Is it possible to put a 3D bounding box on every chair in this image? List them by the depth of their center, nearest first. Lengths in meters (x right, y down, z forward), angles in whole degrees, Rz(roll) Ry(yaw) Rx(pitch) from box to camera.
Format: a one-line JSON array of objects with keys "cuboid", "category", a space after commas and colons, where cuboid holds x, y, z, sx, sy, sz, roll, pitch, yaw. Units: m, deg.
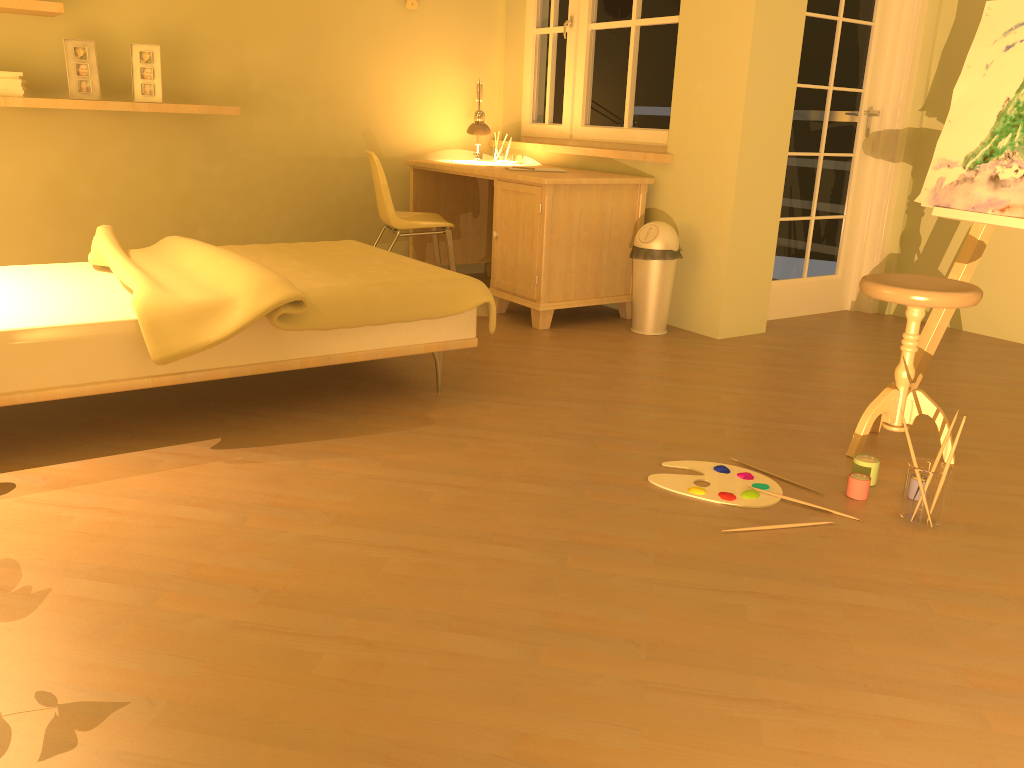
[{"cuboid": [1.238, -0.050, 2.802, 0.364, 0.551, 0.348, -5, 18, -23], "category": "chair"}, {"cuboid": [-0.584, -0.848, 4.779, 0.546, 0.785, 0.531, -2, 17, -14], "category": "chair"}]

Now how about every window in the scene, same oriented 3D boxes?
[{"cuboid": [0.496, -1.952, 4.869, 0.142, 1.263, 1.486, -9, 20, -33], "category": "window"}]

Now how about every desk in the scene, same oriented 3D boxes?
[{"cuboid": [0.026, -0.823, 4.900, 0.684, 0.720, 1.396, -9, 20, -33], "category": "desk"}]

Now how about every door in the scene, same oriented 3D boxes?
[{"cuboid": [1.622, -1.326, 4.576, 0.884, 2.033, 0.098, -9, 20, -33], "category": "door"}]

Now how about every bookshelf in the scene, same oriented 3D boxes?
[{"cuboid": [-2.064, -1.479, 4.017, 2.605, 1.240, 0.300, -9, 20, -33], "category": "bookshelf"}]

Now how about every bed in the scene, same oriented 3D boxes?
[{"cuboid": [-1.299, -0.390, 2.970, 2.378, 0.894, 1.286, -9, 20, -33], "category": "bed"}]

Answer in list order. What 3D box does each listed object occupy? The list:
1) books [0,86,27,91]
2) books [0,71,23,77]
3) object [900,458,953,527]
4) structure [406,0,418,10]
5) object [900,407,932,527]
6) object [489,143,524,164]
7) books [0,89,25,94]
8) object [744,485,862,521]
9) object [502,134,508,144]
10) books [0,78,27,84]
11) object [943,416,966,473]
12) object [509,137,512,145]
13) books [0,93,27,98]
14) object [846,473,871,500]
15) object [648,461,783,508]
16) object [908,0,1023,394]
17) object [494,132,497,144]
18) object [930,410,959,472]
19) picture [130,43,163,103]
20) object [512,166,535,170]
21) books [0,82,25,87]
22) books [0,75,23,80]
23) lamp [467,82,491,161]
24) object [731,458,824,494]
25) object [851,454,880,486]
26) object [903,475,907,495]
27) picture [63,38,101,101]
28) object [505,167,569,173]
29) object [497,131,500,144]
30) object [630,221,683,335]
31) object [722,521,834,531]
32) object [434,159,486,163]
[{"cuboid": [-2.294, -1.305, 3.898, 0.270, 0.015, 0.190, -4, 18, -22], "category": "books"}, {"cuboid": [-2.298, -1.364, 3.886, 0.270, 0.015, 0.190, -7, 19, -28], "category": "books"}, {"cuboid": [1.091, 0.287, 2.343, 0.106, 0.157, 0.106, 11, 19, 26], "category": "object"}, {"cuboid": [-0.554, -2.339, 4.984, 0.360, 0.432, 0.027, -9, 20, -33], "category": "structure"}, {"cuboid": [1.071, 0.218, 2.352, 0.010, 0.278, 0.172, -4, 18, -22], "category": "object"}, {"cuboid": [-0.034, -1.369, 5.271, 0.070, 0.105, 0.240, -12, 22, -40], "category": "object"}, {"cuboid": [-2.301, -1.292, 3.908, 0.270, 0.015, 0.190, -6, 19, -26], "category": "books"}, {"cuboid": [0.791, 0.324, 2.426, 0.325, 0.015, 0.010, 13, 20, 32], "category": "object"}, {"cuboid": [-0.062, -1.425, 5.328, 0.073, 0.155, 0.008, 8, 18, 19], "category": "object"}, {"cuboid": [-2.292, -1.334, 3.891, 0.270, 0.015, 0.190, -4, 18, -21], "category": "books"}, {"cuboid": [1.113, 0.222, 2.277, 0.010, 0.319, 0.069, 0, 17, -8], "category": "object"}, {"cuboid": [-0.023, -1.403, 5.290, 0.043, 0.138, 0.010, 12, 19, 28], "category": "object"}, {"cuboid": [-2.302, -1.278, 3.912, 0.270, 0.015, 0.190, -5, 18, -23], "category": "books"}, {"cuboid": [0.973, 0.288, 2.492, 0.060, 0.060, 0.060, 15, 21, 35], "category": "object"}, {"cuboid": [0.594, 0.277, 2.553, 0.366, 0.014, 0.288, 11, 19, 26], "category": "object"}, {"cuboid": [1.862, -0.701, 2.925, 0.972, 1.896, 1.132, 15, 21, 36], "category": "object"}, {"cuboid": [-0.093, -1.433, 5.330, 0.009, 0.162, 0.053, 12, 19, 29], "category": "object"}, {"cuboid": [1.121, 0.217, 2.351, 0.159, 0.286, 0.010, -11, 21, -38], "category": "object"}, {"cuboid": [-1.739, -1.488, 4.260, 0.134, 0.264, 0.171, 0, 17, -8], "category": "picture"}, {"cuboid": [0.058, -1.122, 4.603, 0.008, 0.009, 0.166, -13, 23, -42], "category": "object"}, {"cuboid": [-2.299, -1.319, 3.892, 0.270, 0.015, 0.190, -5, 18, -23], "category": "books"}, {"cuboid": [-2.311, -1.352, 3.896, 0.270, 0.015, 0.190, -5, 18, -23], "category": "books"}, {"cuboid": [-0.213, -1.530, 5.168, 0.140, 0.455, 0.484, 0, 17, -10], "category": "lamp"}, {"cuboid": [0.777, 0.269, 2.612, 0.010, 0.010, 0.325, -11, 21, -38], "category": "object"}, {"cuboid": [1.034, 0.252, 2.595, 0.073, 0.073, 0.073, -7, 19, -29], "category": "object"}, {"cuboid": [1.143, 0.290, 2.508, 0.060, 0.060, 0.060, 16, 21, 38], "category": "object"}, {"cuboid": [-2.012, -1.460, 4.127, 0.134, 0.264, 0.171, -9, 20, -34], "category": "picture"}, {"cuboid": [0.126, -1.118, 4.627, 0.300, 0.010, 0.210, 0, 17, -10], "category": "object"}, {"cuboid": [-0.091, -1.437, 5.346, 0.034, 0.165, 0.009, -12, 22, -40], "category": "object"}, {"cuboid": [0.688, -0.519, 4.305, 0.255, 0.535, 0.248, 2, 17, 0], "category": "object"}, {"cuboid": [0.687, 0.366, 2.279, 0.325, 0.010, 0.010, -2, 17, -14], "category": "object"}, {"cuboid": [-0.303, -1.296, 5.157, 0.300, 0.009, 0.040, 1, 17, -5], "category": "object"}]
